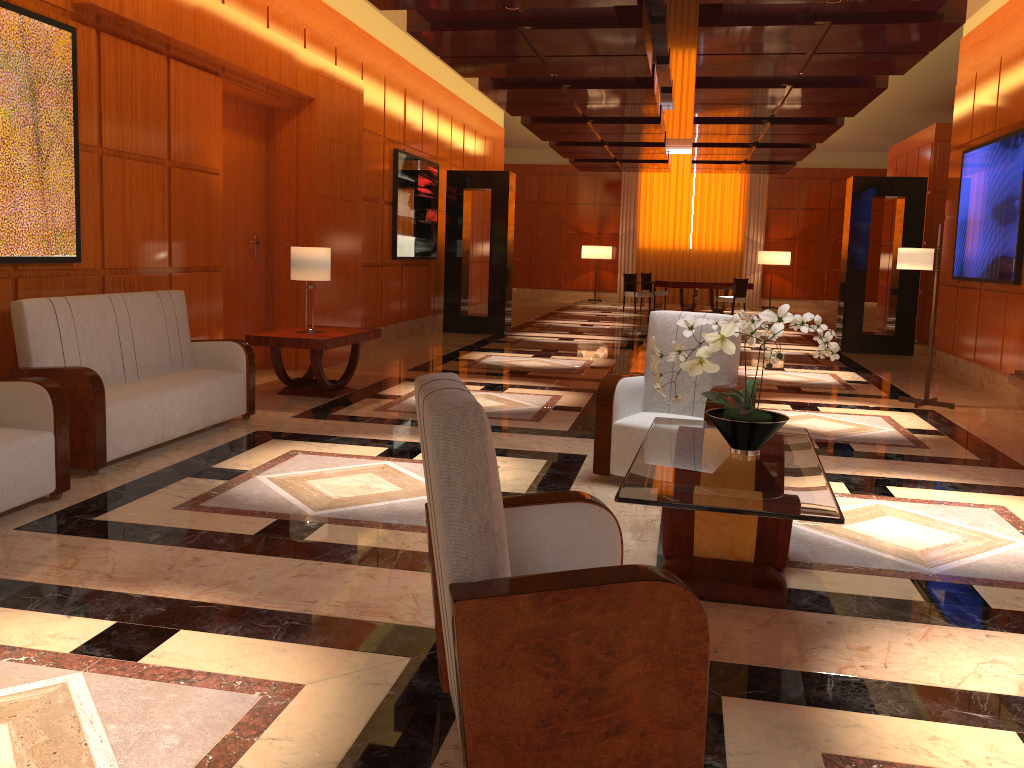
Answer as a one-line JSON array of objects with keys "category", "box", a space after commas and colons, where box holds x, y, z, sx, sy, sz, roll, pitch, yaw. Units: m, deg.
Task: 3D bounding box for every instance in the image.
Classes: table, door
[{"category": "table", "box": [3.592, 0.309, 5.352, 0.726, 0.604, 1.276, 3, 8, 11]}, {"category": "table", "box": [0.869, 0.539, 3.619, 0.723, 0.493, 1.567, 4, 9, 14]}, {"category": "table", "box": [-1.713, -0.193, 7.799, 0.725, 0.532, 1.173, 4, 8, 14]}, {"category": "table", "box": [4.290, -1.921, 19.866, 2.107, 0.738, 0.787, -1, 8, -18]}, {"category": "door", "box": [-2.500, -1.357, 8.302, 0.340, 2.639, 1.506, 3, 7, 11]}]

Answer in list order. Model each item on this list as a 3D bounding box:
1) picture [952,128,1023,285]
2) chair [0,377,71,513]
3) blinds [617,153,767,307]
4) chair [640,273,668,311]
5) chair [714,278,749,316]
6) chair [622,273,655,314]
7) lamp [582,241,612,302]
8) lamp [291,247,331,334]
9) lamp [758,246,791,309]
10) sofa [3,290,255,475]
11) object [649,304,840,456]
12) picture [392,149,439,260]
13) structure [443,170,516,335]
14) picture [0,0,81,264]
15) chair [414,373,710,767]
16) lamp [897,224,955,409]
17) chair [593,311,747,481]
[{"category": "picture", "box": [4.914, -1.779, 9.136, 0.056, 1.445, 2.005, 3, 8, 11]}, {"category": "chair", "box": [-2.544, 0.118, 4.061, 0.629, 0.956, 0.741, 3, 7, 10]}, {"category": "blinds", "box": [4.863, -4.203, 24.119, 3.854, 4.047, 0.149, 3, 6, 11]}, {"category": "chair", "box": [3.348, -2.199, 21.108, 0.578, 0.890, 0.586, 7, 9, 39]}, {"category": "chair", "box": [4.723, -1.832, 18.944, 0.585, 0.890, 0.578, -3, 9, -36]}, {"category": "chair", "box": [2.798, -2.048, 19.980, 0.585, 0.890, 0.578, -4, 9, -41]}, {"category": "lamp", "box": [2.283, -3.067, 24.097, 0.812, 1.653, 0.813, -4, 9, -39]}, {"category": "lamp", "box": [1.388, 0.113, 2.142, 0.335, 0.731, 13.054, -2, 9, -29]}, {"category": "lamp", "box": [6.839, -2.790, 23.224, 0.812, 1.653, 0.813, -4, 9, -39]}, {"category": "sofa", "box": [-2.344, -0.102, 5.662, 0.613, 0.928, 1.807, 3, 8, 11]}, {"category": "object", "box": [0.965, -0.025, 3.663, 0.788, 0.614, 0.419, 0, 7, -12]}, {"category": "picture", "box": [-1.353, -2.509, 12.672, 0.056, 1.445, 2.005, 3, 8, 11]}, {"category": "structure", "box": [-0.510, -2.047, 13.858, 0.986, 2.487, 0.502, 3, 6, 11]}, {"category": "picture", "box": [-2.945, -1.354, 4.608, 0.056, 1.445, 2.005, 3, 8, 11]}, {"category": "chair", "box": [0.075, 0.475, 2.238, 0.628, 0.956, 0.741, 1, 7, -10]}, {"category": "lamp", "box": [3.762, -0.626, 8.088, 0.526, 1.653, 0.361, 2, 6, 1]}, {"category": "chair", "box": [0.942, 0.076, 5.092, 0.739, 0.956, 0.630, 6, 8, 30]}]
